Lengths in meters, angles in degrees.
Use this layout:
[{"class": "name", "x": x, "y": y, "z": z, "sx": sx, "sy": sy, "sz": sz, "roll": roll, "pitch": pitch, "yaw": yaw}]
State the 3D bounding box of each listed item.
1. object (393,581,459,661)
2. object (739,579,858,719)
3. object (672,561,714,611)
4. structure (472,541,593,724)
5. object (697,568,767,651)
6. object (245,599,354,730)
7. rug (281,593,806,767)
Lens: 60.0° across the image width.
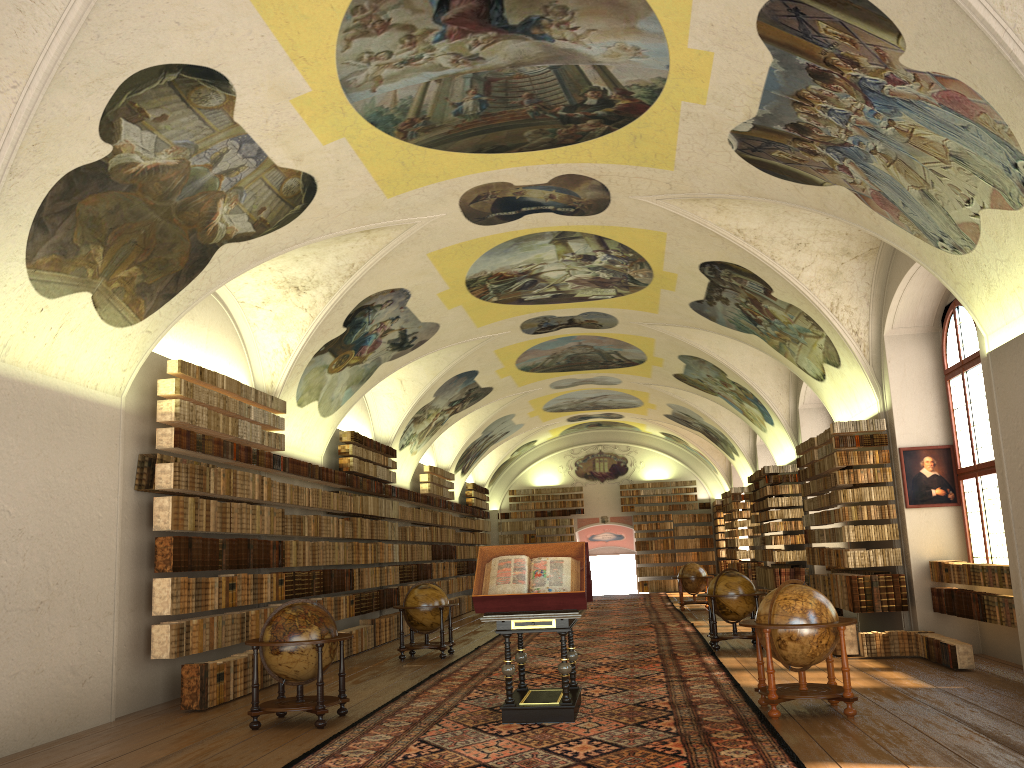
[{"class": "object", "x": -1.668, "y": 4.566, "z": 17.242, "sx": 1.281, "sy": 1.444, "sz": 1.281, "roll": 8, "pitch": -15, "yaw": -44}, {"class": "object", "x": 3.228, "y": 2.933, "z": 9.970, "sx": 1.281, "sy": 1.444, "sz": 1.281, "roll": 8, "pitch": -15, "yaw": -44}, {"class": "object", "x": 5.567, "y": 6.181, "z": 27.208, "sx": 1.280, "sy": 1.444, "sz": 1.282, "roll": 6, "pitch": -14, "yaw": -40}, {"class": "structure", "x": 0.320, "y": 2.906, "z": 10.540, "sx": 1.245, "sy": 1.974, "sz": 1.898, "roll": -4, "pitch": -11, "yaw": 7}, {"class": "object", "x": 4.118, "y": 4.168, "z": 16.523, "sx": 1.280, "sy": 1.444, "sz": 1.282, "roll": 3, "pitch": -12, "yaw": -30}, {"class": "object", "x": -2.556, "y": 3.332, "z": 10.689, "sx": 1.280, "sy": 1.444, "sz": 1.282, "roll": 3, "pitch": -12, "yaw": -30}, {"class": "rug", "x": 1.834, "y": 5.656, "z": 20.118, "sx": 4.705, "sy": 0.064, "sz": 37.029, "roll": -4, "pitch": -11, "yaw": 7}]
